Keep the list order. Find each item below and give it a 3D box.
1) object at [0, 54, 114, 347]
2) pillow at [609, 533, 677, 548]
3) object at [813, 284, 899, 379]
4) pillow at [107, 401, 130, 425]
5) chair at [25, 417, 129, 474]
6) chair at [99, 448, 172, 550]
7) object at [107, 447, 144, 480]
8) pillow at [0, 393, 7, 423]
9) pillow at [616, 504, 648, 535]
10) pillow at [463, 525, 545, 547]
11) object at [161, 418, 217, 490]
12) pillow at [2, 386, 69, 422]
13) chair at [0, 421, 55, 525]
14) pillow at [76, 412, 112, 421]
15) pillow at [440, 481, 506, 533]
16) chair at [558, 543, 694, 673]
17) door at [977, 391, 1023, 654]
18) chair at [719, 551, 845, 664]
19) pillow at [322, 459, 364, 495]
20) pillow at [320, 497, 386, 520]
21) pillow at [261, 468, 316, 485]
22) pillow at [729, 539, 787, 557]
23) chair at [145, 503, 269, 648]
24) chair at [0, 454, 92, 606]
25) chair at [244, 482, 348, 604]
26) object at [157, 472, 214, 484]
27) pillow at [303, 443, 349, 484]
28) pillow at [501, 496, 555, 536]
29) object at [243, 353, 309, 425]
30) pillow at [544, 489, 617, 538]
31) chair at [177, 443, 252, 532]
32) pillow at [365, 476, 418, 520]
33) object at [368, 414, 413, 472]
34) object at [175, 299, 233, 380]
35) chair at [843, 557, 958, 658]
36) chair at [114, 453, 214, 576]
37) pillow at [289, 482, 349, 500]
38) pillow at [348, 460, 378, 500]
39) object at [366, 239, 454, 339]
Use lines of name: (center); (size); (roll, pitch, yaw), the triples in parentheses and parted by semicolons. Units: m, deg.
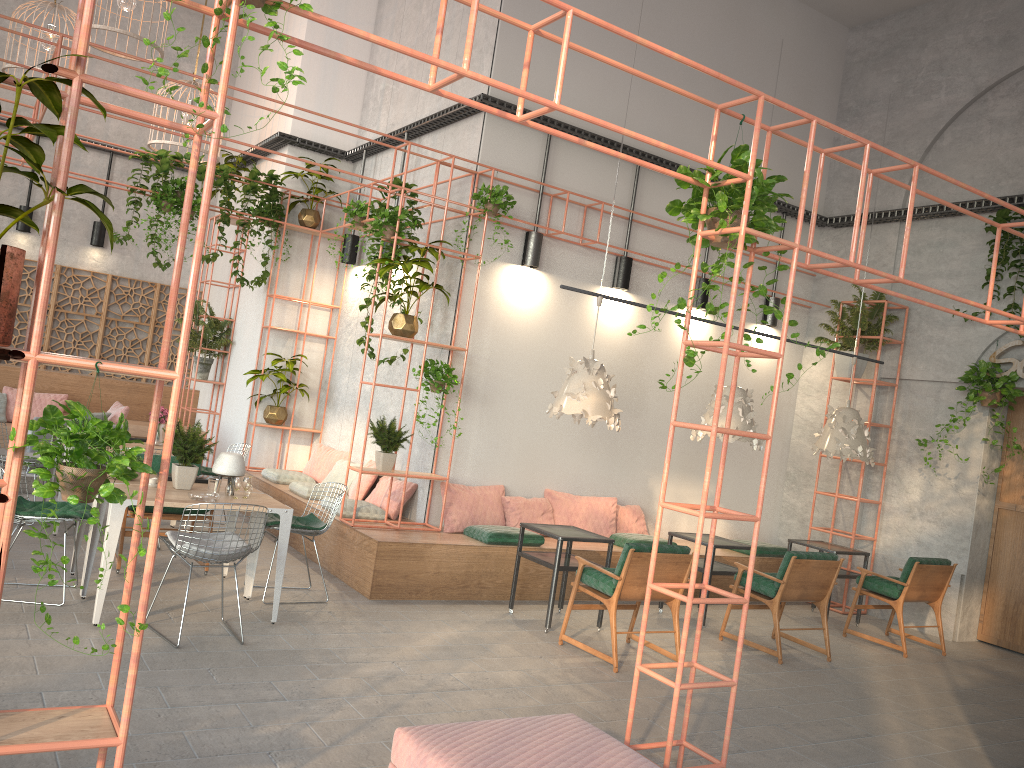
object: (-1.708, -0.611, 2.748); (0.924, 0.946, 0.923); (8, -1, 24)
pillow: (1.373, 1.691, 9.452); (0.637, 0.149, 0.491); (9, -1, -31)
object: (4.069, -0.605, 10.485); (0.894, 1.101, 0.900); (8, -1, 27)
pillow: (-5.060, 0.471, 11.220); (0.273, 0.476, 0.836); (9, -1, -32)
chair: (-5.390, 0.733, 10.908); (1.052, 0.672, 1.127); (9, -1, -32)
chair: (-3.514, 1.023, 8.286); (0.565, 0.941, 0.717); (9, -1, -36)
object: (-2.877, 0.586, 6.596); (0.254, 0.247, 0.248); (9, -1, -32)
pillow: (-7.054, 0.285, 11.745); (0.666, 0.385, 0.289); (9, -1, -37)
pillow: (1.253, 1.541, 9.840); (0.666, 0.385, 0.289); (9, -1, -37)
pillow: (-0.074, 1.460, 8.531); (0.637, 0.149, 0.491); (9, -1, -31)
object: (-2.419, 0.509, 6.561); (0.368, 0.527, 0.438); (9, -1, -32)
pillow: (-6.549, 0.319, 12.087); (0.839, 0.474, 0.276); (9, -1, -12)
chair: (-4.821, 0.838, 8.632); (0.717, 0.941, 0.565); (9, -1, -16)
pillow: (-5.161, 0.494, 10.766); (0.308, 0.349, 0.495); (8, -1, 18)
pillow: (-0.361, 1.237, 8.835); (0.839, 0.474, 0.276); (9, -2, -42)
chair: (0.908, 1.657, 6.883); (0.722, 0.929, 0.685); (9, -1, -32)
door: (5.806, 1.490, 9.215); (0.551, 2.729, 1.360); (9, -1, -32)
chair: (2.388, 1.894, 7.825); (0.722, 0.930, 0.685); (9, -1, -32)
pillow: (-1.943, 1.079, 10.212); (0.289, 0.385, 0.666); (9, -1, -37)
pillow: (-1.585, 1.244, 8.853); (0.491, 0.149, 0.637); (9, -1, -31)
pillow: (-2.678, 1.118, 10.602); (0.491, 0.149, 0.637); (9, -1, -31)
pillow: (2.855, 1.928, 10.395); (0.637, 0.149, 0.491); (9, -1, -31)
chair: (-2.021, 1.196, 5.896); (0.565, 0.941, 0.717); (9, -1, -36)
chair: (-3.328, 1.010, 6.243); (0.717, 0.941, 0.565); (9, -1, -16)
chair: (-1.779, 1.258, 7.238); (0.717, 0.941, 0.565); (9, -1, -31)
object: (-2.576, 0.748, 7.050); (0.427, 0.031, 0.268); (9, -1, -32)
pillow: (-2.258, 0.994, 10.768); (0.276, 0.474, 0.839); (9, -2, -42)
pillow: (0.181, 1.370, 9.158); (0.666, 0.385, 0.289); (9, -1, -37)
object: (-2.977, 0.044, 11.160); (0.903, 0.919, 0.934); (8, -1, 29)
pillow: (0.733, 1.411, 9.480); (0.839, 0.474, 0.276); (9, -1, -12)
chair: (-3.273, 1.085, 9.627); (0.717, 0.941, 0.565); (9, -1, -31)
pillow: (-1.265, 1.157, 9.127); (0.289, 0.385, 0.666); (9, -1, -37)
object: (-1.182, 0.549, 8.317); (0.368, 0.527, 0.438); (9, -1, -32)
object: (-4.269, -0.611, 12.342); (0.900, 1.097, 0.894); (8, -1, -3)
chair: (3.837, 2.125, 8.747); (0.722, 0.930, 0.685); (9, -1, -32)
chair: (-2.975, 1.093, 7.567); (0.722, 0.917, 0.685); (9, -1, -32)
pillow: (-2.123, 1.182, 9.714); (0.491, 0.149, 0.637); (9, -1, -31)
pillow: (-1.617, 1.067, 9.661); (0.276, 0.474, 0.839); (9, -1, -12)
object: (-0.983, -0.907, 8.215); (0.903, 0.947, 0.934); (8, -1, 19)
